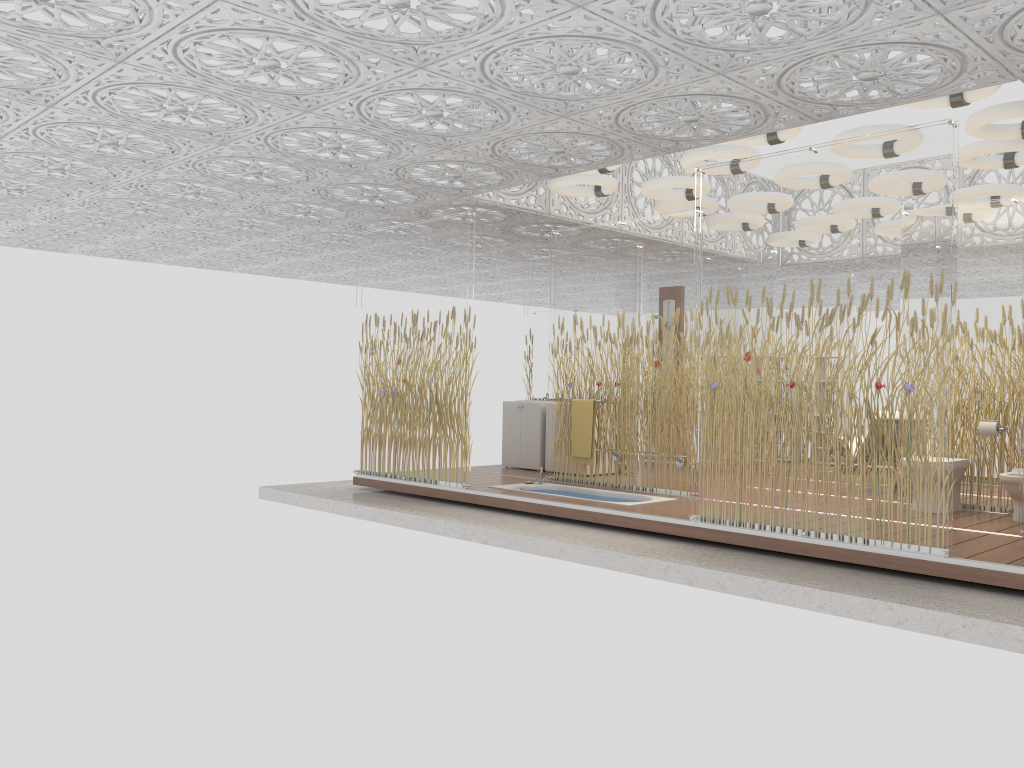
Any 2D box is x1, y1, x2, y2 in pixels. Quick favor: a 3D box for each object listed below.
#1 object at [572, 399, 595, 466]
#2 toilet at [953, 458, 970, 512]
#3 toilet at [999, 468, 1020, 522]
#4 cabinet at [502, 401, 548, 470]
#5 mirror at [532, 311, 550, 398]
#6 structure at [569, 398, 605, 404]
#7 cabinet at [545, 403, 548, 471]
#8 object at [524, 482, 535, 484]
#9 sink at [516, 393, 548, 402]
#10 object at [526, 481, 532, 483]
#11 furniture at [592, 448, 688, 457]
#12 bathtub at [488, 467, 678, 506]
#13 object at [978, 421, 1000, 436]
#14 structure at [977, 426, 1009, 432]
[{"bbox_3d":[0.706,0.476,8.823,0.042,0.656,0.283,1,0,-45],"label":"object"},{"bbox_3d":[3.502,0.845,7.413,0.611,0.437,0.401,1,0,-45],"label":"toilet"},{"bbox_3d":[4.034,0.824,6.876,0.611,0.506,0.401,1,0,-45],"label":"toilet"},{"bbox_3d":[0.296,0.607,10.692,0.549,0.782,0.643,1,0,-45],"label":"cabinet"},{"bbox_3d":[0.764,-0.355,10.634,0.009,1.081,1.422,1,0,-45],"label":"mirror"},{"bbox_3d":[0.729,0.169,8.844,0.078,0.047,0.442,1,0,-45],"label":"structure"},{"bbox_3d":[0.801,0.614,10.181,0.549,0.782,0.643,1,0,-45],"label":"cabinet"},{"bbox_3d":[0.172,0.989,8.866,0.108,0.011,0.065,1,0,-35],"label":"object"},{"bbox_3d":[0.313,0.239,10.706,0.573,0.266,0.499,1,0,43],"label":"sink"},{"bbox_3d":[0.173,0.982,8.866,0.066,0.016,0.035,1,0,-35],"label":"object"},{"bbox_3d":[1.171,0.637,8.221,0.178,0.014,0.977,1,0,-45],"label":"furniture"},{"bbox_3d":[0.615,1.116,8.190,0.700,0.582,1.700,1,0,-45],"label":"bathtub"},{"bbox_3d":[3.941,0.369,7.327,0.115,0.115,0.131,1,0,-45],"label":"object"},{"bbox_3d":[3.975,0.370,7.333,0.080,0.047,0.215,1,0,-45],"label":"structure"}]
